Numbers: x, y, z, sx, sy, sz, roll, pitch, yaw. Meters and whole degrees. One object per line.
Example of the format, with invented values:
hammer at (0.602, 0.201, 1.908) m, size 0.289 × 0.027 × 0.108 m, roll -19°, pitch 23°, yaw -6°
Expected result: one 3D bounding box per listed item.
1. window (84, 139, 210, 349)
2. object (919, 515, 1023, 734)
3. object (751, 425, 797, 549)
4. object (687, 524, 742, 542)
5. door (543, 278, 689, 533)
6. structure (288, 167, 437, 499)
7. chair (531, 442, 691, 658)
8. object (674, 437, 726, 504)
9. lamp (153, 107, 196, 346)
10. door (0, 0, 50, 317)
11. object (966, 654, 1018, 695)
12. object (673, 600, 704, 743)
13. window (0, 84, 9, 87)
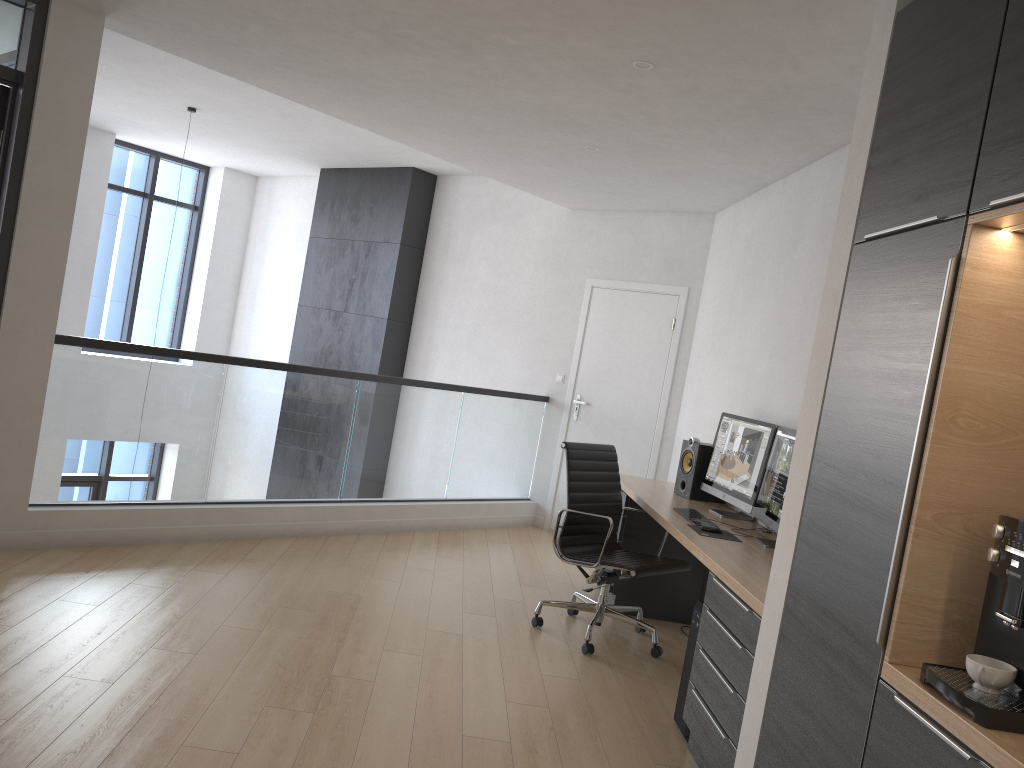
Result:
window at (-4.358, -1.521, 10.362) m, size 0.170 × 2.402 × 1.310 m, roll 12°, pitch 3°, yaw 41°
object at (1.218, 0.518, 1.676) m, size 0.584 × 0.398 × 0.618 m, roll 10°, pitch 2°, yaw -3°
object at (1.268, 0.478, 4.036) m, size 0.190 × 0.535 × 0.716 m, roll 10°, pitch 2°, yaw 2°
object at (0.933, 0.688, 4.094) m, size 0.200 × 0.002 × 0.250 m, roll 10°, pitch 2°, yaw -3°
door at (0.803, 0.244, 7.083) m, size 0.974 × 2.136 × 0.085 m, roll 12°, pitch 3°, yaw 41°
structure at (-2.068, 0.933, 9.043) m, size 1.500 × 6.351 × 0.722 m, roll 12°, pitch 3°, yaw 41°
chair at (0.565, 0.859, 4.715) m, size 0.664 × 0.991 × 0.699 m, roll 8°, pitch 3°, yaw -43°
object at (1.137, 0.506, 5.256) m, size 0.249 × 0.354 × 0.198 m, roll 9°, pitch 2°, yaw -18°
lamp at (-3.130, -0.140, 7.668) m, size 1.000 × 4.513 × 1.000 m, roll 12°, pitch 3°, yaw 43°
door at (-3.053, -0.729, 4.242) m, size 0.924 × 2.500 × 0.905 m, roll 12°, pitch 3°, yaw 41°
object at (0.988, 0.605, 1.839) m, size 0.099 × 0.057 × 0.095 m, roll 10°, pitch 2°, yaw -1°
object at (0.950, 1.201, 3.611) m, size 0.474 × 0.527 × 0.215 m, roll 10°, pitch 2°, yaw -3°
window at (-4.235, -1.356, 6.121) m, size 5.002 × 2.402 × 0.170 m, roll 12°, pitch 3°, yaw 41°
